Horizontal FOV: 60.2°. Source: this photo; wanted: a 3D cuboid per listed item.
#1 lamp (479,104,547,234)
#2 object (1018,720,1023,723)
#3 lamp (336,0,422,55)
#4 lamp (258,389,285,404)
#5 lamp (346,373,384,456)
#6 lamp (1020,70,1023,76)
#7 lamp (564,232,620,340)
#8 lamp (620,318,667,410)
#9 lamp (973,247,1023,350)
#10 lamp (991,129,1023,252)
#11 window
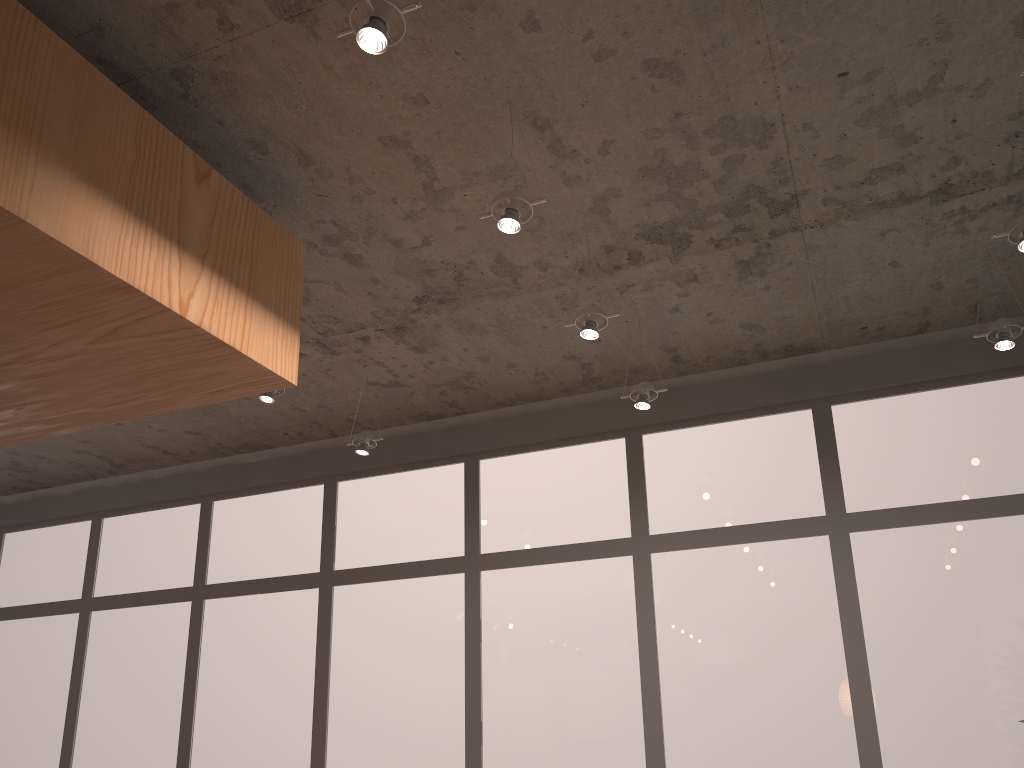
[{"bbox_3d":[-0.002,-0.709,2.844,0.199,0.468,0.138,2,-19,-10],"label":"lamp"},{"bbox_3d":[2.470,1.538,3.009,1.099,2.043,0.979,-17,-25,38],"label":"object"},{"bbox_3d":[-0.317,-1.009,2.125,0.199,0.468,0.138,2,-19,-10],"label":"lamp"},{"bbox_3d":[-1.119,-0.142,4.130,0.199,0.468,0.138,2,-19,-10],"label":"lamp"},{"bbox_3d":[-0.804,0.159,4.849,0.199,0.468,0.138,2,-19,-10],"label":"lamp"},{"bbox_3d":[1.411,-0.973,2.283,0.199,0.468,0.138,2,-19,-10],"label":"lamp"},{"bbox_3d":[0.313,-0.409,3.563,0.199,0.468,0.138,2,-19,-10],"label":"lamp"},{"bbox_3d":[0.628,-0.109,4.281,0.199,0.468,0.138,2,-19,-10],"label":"lamp"},{"bbox_3d":[2.041,-0.372,3.721,0.199,0.468,0.138,2,-19,-10],"label":"lamp"},{"bbox_3d":[1.726,-0.673,3.002,0.199,0.468,0.138,2,-19,-10],"label":"lamp"},{"bbox_3d":[-1.164,1.947,5.339,8.627,3.184,0.063,-10,-21,21],"label":"window"}]
